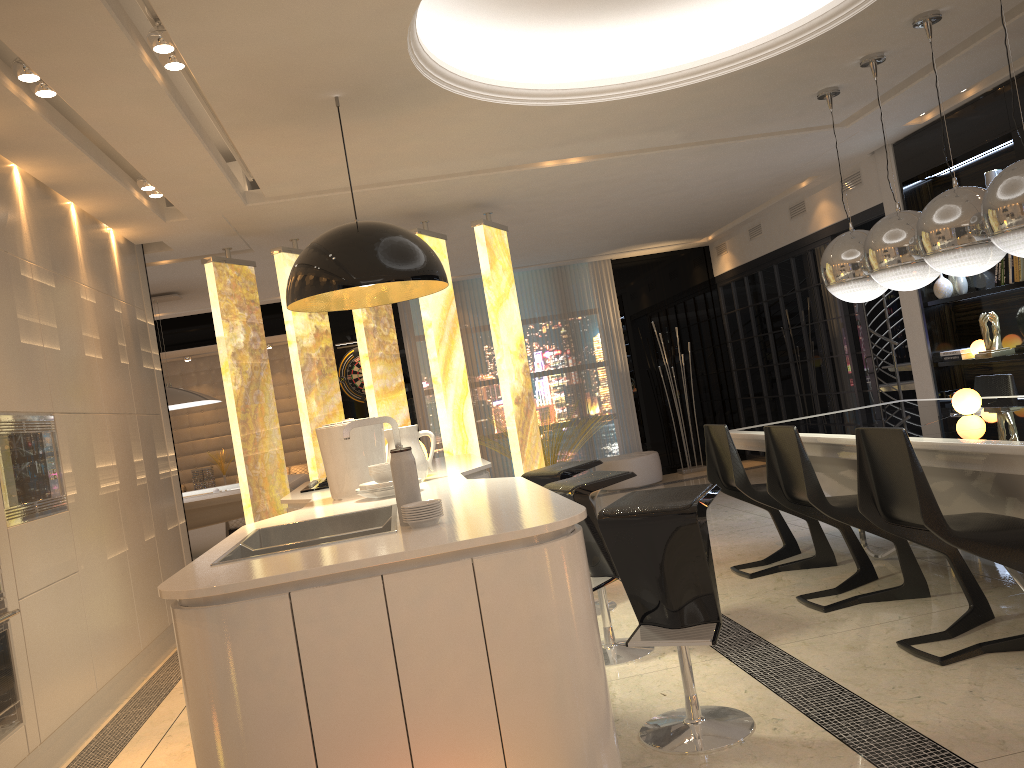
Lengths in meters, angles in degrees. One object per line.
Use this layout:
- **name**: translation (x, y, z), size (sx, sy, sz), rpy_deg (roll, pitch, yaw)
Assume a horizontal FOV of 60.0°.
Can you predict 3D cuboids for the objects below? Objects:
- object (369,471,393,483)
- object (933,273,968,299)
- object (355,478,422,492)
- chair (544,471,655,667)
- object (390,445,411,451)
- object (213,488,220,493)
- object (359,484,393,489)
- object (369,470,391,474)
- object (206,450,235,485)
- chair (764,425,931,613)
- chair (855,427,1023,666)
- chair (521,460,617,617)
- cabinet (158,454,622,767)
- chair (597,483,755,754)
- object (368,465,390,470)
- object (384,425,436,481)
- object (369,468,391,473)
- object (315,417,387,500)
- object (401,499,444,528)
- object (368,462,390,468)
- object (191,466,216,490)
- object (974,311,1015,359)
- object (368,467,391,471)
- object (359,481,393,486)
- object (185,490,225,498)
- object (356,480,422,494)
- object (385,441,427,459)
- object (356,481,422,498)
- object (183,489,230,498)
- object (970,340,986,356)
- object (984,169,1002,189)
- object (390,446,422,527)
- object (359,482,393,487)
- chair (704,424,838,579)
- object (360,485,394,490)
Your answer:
- **object**: translation (-0.494, 0.369, 3.516), size (0.138, 0.051, 0.138), rpy_deg (-10, -1, 40)
- **object**: translation (3.184, -0.827, 6.501), size (0.210, 0.395, 0.180), rpy_deg (-9, -1, -5)
- **object**: translation (-0.487, 0.413, 3.515), size (0.264, 0.033, 0.264), rpy_deg (-9, -1, -39)
- **chair**: translation (0.380, 0.805, 3.945), size (0.380, 0.789, 0.380), rpy_deg (-9, -1, -25)
- **object**: translation (-0.308, 0.286, 2.579), size (0.071, 0.219, 0.071), rpy_deg (-9, -1, -31)
- **object**: translation (-2.672, 0.970, 8.012), size (0.057, 0.057, 0.057), rpy_deg (-9, -1, -38)
- **object**: translation (-0.490, 0.398, 3.515), size (0.229, 0.016, 0.229), rpy_deg (-10, -1, 22)
- **object**: translation (-0.495, 0.364, 3.516), size (0.138, 0.051, 0.138), rpy_deg (-10, -1, 40)
- **object**: translation (-3.443, 1.133, 10.727), size (0.390, 0.718, 0.388), rpy_deg (-9, -1, -16)
- **chair**: translation (1.544, 0.582, 4.182), size (0.496, 0.858, 0.523), rpy_deg (-9, -1, -8)
- **chair**: translation (1.656, 0.549, 3.323), size (0.496, 0.858, 0.523), rpy_deg (-9, -1, -8)
- **chair**: translation (0.311, 0.830, 4.776), size (0.380, 0.789, 0.380), rpy_deg (-9, -1, -40)
- **cabinet**: translation (-0.473, 0.895, 3.838), size (1.046, 0.887, 3.752), rpy_deg (-9, -1, -8)
- **chair**: translation (0.549, 0.760, 2.956), size (0.380, 0.789, 0.380), rpy_deg (-10, -1, 25)
- **object**: translation (-0.498, 0.347, 3.516), size (0.138, 0.051, 0.138), rpy_deg (-10, -1, 40)
- **object**: translation (-0.467, 0.318, 3.989), size (0.183, 0.254, 0.211), rpy_deg (-10, -1, 44)
- **object**: translation (-0.496, 0.358, 3.516), size (0.138, 0.051, 0.138), rpy_deg (-10, -1, 40)
- **object**: translation (-0.673, 0.312, 3.795), size (0.288, 0.330, 0.288), rpy_deg (-10, -1, 10)
- **object**: translation (-0.240, 0.351, 2.392), size (0.111, 0.062, 0.111), rpy_deg (-10, -1, 14)
- **object**: translation (-0.499, 0.341, 3.516), size (0.138, 0.051, 0.138), rpy_deg (-10, -1, 40)
- **object**: translation (-3.715, 1.271, 10.738), size (0.247, 0.522, 0.124), rpy_deg (-9, -1, -8)
- **object**: translation (3.306, -0.342, 6.118), size (0.177, 0.311, 0.177), rpy_deg (-9, -1, -8)
- **object**: translation (-0.497, 0.352, 3.516), size (0.138, 0.051, 0.138), rpy_deg (-10, -1, 40)
- **object**: translation (-0.491, 0.389, 3.515), size (0.229, 0.016, 0.229), rpy_deg (-10, -1, 22)
- **object**: translation (-3.339, 1.090, 7.775), size (1.605, 0.026, 0.028), rpy_deg (-9, -1, -28)
- **object**: translation (-0.486, 0.420, 3.515), size (0.264, 0.033, 0.264), rpy_deg (-9, -1, -39)
- **object**: translation (-0.509, 0.350, 4.211), size (0.213, 0.214, 0.212), rpy_deg (-10, -1, 43)
- **object**: translation (-0.485, 0.426, 3.515), size (0.264, 0.033, 0.264), rpy_deg (-9, -1, -39)
- **object**: translation (-3.395, 1.106, 8.153), size (1.605, 0.026, 0.028), rpy_deg (-9, -1, -3)
- **object**: translation (3.318, -0.251, 6.285), size (0.125, 0.125, 0.125), rpy_deg (-10, -1, 32)
- **object**: translation (3.256, -1.280, 5.956), size (0.111, 0.301, 0.111), rpy_deg (-9, -1, -12)
- **object**: translation (-0.294, 0.282, 2.473), size (0.071, 0.219, 0.071), rpy_deg (-9, -1, -17)
- **object**: translation (-0.490, 0.393, 3.515), size (0.229, 0.016, 0.229), rpy_deg (-10, -1, 22)
- **chair**: translation (1.434, 0.614, 5.024), size (0.496, 0.858, 0.523), rpy_deg (-9, -1, -8)
- **object**: translation (-0.489, 0.403, 3.515), size (0.229, 0.016, 0.229), rpy_deg (-10, -1, 22)
